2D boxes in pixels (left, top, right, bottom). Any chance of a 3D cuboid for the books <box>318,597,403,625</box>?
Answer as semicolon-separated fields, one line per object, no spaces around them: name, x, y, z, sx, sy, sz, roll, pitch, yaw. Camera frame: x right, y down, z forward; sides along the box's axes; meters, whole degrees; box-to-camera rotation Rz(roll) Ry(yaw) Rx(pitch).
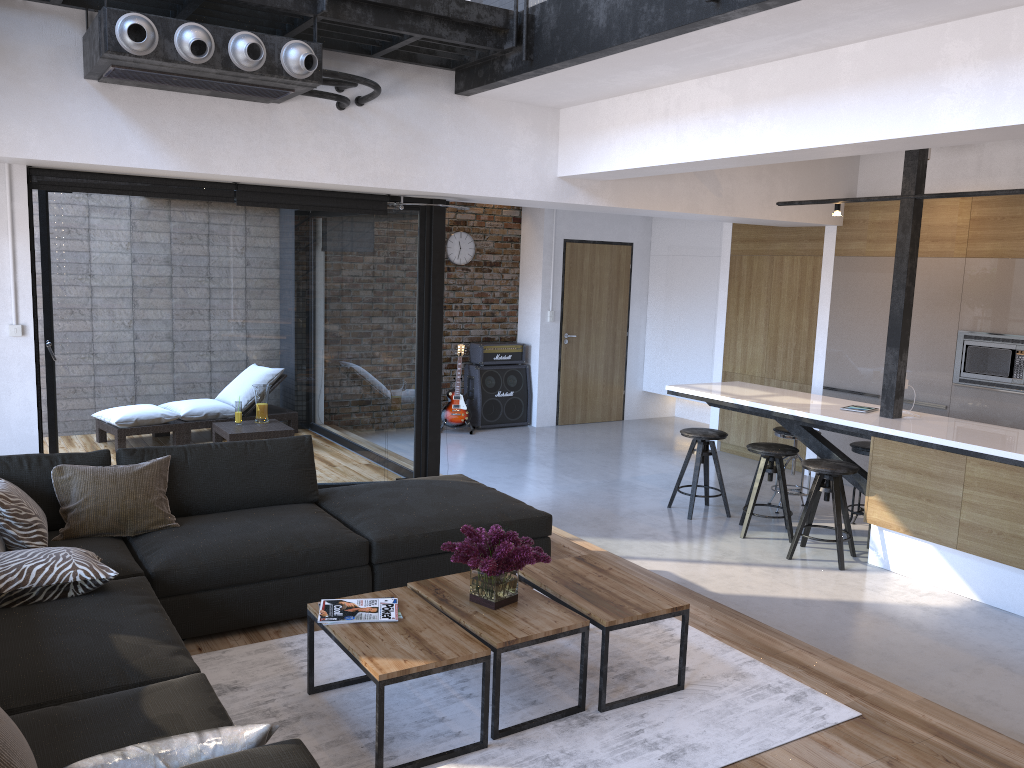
books;-0.549;0.816;3.201;0.295;0.013;0.228;0;8;-11

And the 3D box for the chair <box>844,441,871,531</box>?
chair;2.584;0.750;6.361;0.357;0.637;0.357;8;10;36

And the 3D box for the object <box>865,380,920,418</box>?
object;2.622;0.075;6.035;0.214;0.247;0.416;0;8;-11

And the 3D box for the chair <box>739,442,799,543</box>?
chair;1.805;0.746;6.223;0.365;0.631;0.365;4;8;13

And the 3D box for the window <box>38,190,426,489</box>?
window;-1.810;-0.256;5.993;2.448;2.055;0.100;0;9;-15

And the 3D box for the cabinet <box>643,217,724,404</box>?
cabinet;2.098;-0.858;10.003;0.020;2.121;1.706;-3;10;-32

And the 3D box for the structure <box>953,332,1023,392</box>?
structure;3.766;-0.176;6.735;0.396;0.398;0.595;-3;9;-32

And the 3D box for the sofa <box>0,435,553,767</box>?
sofa;-0.769;0.793;3.381;2.997;0.702;3.038;-3;9;-32

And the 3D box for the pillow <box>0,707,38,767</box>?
pillow;-1.125;0.787;1.833;0.265;0.383;0.608;-3;9;-32

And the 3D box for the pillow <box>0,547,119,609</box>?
pillow;-1.748;0.705;3.225;0.530;0.178;0.355;-3;9;-34

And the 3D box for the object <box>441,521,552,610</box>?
object;-0.064;0.650;3.326;0.375;0.343;0.341;-3;9;-31

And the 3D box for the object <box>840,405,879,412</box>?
object;2.402;0.174;6.130;0.187;0.013;0.240;9;10;42

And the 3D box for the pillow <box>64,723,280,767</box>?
pillow;-0.761;0.858;1.895;0.498;0.266;0.212;-3;9;-31

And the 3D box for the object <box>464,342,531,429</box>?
object;-0.159;0.001;10.049;0.696;0.938;0.357;-3;10;-32

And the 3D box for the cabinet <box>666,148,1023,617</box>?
cabinet;4.032;-0.111;4.756;2.472;2.878;9.099;-3;9;-32

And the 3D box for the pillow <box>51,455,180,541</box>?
pillow;-1.800;0.521;4.011;0.546;0.310;0.272;-3;9;-32

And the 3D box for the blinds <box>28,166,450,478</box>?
blinds;-1.370;-0.334;6.579;1.828;2.056;3.853;4;8;12

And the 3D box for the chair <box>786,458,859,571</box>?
chair;2.026;0.820;5.727;0.366;0.631;0.366;7;10;32

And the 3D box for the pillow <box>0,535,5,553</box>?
pillow;-2.164;0.564;3.536;0.234;0.294;0.610;-3;9;-31

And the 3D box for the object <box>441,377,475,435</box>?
object;-0.600;0.225;9.645;0.389;0.589;0.330;2;8;2

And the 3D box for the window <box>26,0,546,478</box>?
window;-0.141;-1.278;2.146;5.661;5.579;13.374;-3;9;-32

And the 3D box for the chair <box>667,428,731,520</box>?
chair;1.435;0.666;6.722;0.366;0.631;0.366;-1;9;-17

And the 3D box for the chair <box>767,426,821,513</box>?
chair;2.192;0.665;6.896;0.358;0.637;0.355;4;8;12

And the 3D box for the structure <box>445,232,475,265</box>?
structure;-0.570;-1.493;9.758;0.360;0.361;0.040;-3;10;-32

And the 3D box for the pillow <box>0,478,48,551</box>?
pillow;-2.065;0.527;3.669;0.250;0.315;0.531;-2;9;-28

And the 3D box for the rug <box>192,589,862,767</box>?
rug;-0.026;1.165;3.422;2.112;0.003;1.634;-3;9;-32

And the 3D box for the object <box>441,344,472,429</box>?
object;-0.585;0.021;9.741;0.330;0.875;0.523;2;8;2

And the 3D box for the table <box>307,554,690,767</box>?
table;-0.048;0.994;3.372;1.298;0.351;0.696;-3;9;-32
